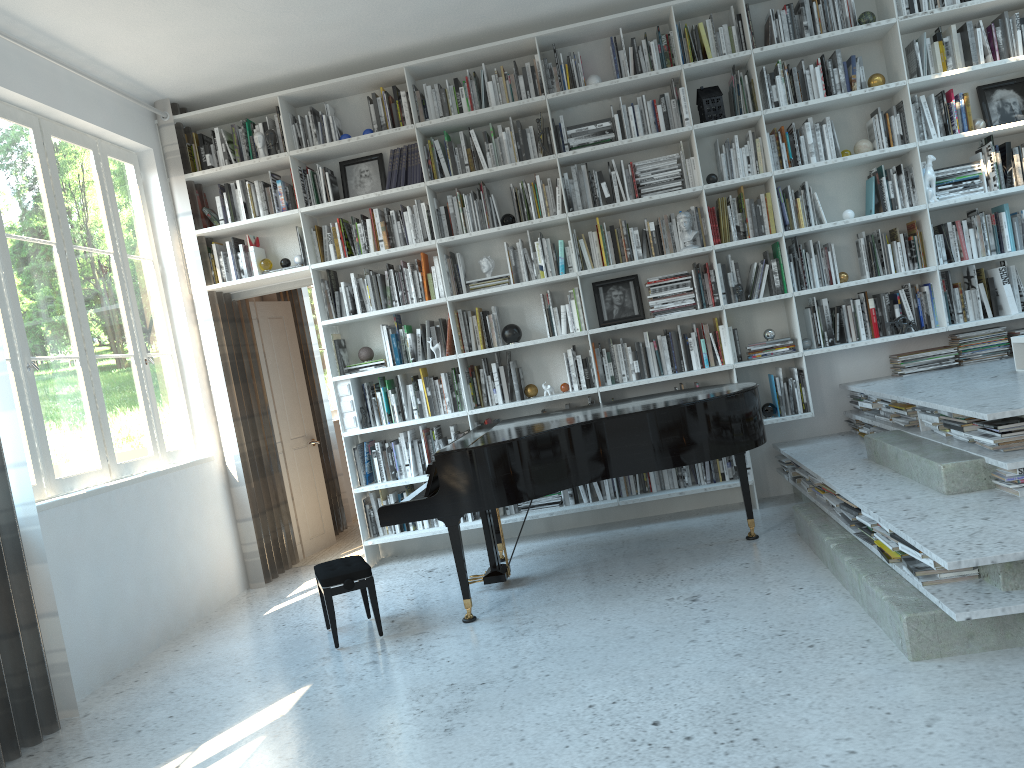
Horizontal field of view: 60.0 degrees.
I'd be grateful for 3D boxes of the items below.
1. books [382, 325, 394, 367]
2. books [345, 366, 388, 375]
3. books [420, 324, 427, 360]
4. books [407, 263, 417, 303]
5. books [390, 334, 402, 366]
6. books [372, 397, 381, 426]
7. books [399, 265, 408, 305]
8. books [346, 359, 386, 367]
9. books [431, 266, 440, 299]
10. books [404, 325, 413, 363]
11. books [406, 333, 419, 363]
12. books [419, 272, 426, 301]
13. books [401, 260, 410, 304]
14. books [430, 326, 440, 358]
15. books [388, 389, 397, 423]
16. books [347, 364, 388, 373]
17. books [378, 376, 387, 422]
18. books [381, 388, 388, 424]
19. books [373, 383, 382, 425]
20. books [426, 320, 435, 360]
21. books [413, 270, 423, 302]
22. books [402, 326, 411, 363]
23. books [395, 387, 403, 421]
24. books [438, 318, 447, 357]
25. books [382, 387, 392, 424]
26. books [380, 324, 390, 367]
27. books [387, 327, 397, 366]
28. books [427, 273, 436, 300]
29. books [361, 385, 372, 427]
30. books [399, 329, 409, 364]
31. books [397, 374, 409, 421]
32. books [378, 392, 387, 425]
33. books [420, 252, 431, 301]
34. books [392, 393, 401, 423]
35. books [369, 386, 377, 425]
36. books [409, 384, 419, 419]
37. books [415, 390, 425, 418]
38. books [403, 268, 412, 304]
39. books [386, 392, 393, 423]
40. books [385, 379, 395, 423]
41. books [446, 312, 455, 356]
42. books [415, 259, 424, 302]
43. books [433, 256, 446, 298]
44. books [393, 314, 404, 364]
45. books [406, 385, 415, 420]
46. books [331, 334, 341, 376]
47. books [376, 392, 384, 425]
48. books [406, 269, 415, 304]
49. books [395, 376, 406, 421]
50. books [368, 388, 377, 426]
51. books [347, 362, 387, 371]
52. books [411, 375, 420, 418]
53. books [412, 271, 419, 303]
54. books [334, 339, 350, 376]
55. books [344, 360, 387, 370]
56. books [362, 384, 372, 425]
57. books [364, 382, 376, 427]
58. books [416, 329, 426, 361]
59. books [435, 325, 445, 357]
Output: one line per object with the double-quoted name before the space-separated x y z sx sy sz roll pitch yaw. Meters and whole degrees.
"books" -0.806 -0.250 5.884 0.024 0.273 0.150 -10 2 7
"books" -0.951 -0.092 5.917 0.285 0.012 0.159 -10 2 10
"books" -0.568 -0.278 5.867 0.013 0.242 0.141 -10 2 7
"books" -0.639 -0.654 5.833 0.015 0.275 0.157 -10 2 7
"books" -0.746 -0.228 5.856 0.029 0.208 0.189 -10 2 7
"books" -0.881 0.178 5.896 0.019 0.189 0.193 -10 2 7
"books" -0.699 -0.642 5.850 0.012 0.272 0.145 -10 2 7
"books" -0.960 -0.140 5.919 0.254 0.012 0.160 -10 2 8
"books" -0.488 -0.656 5.827 0.031 0.223 0.144 -10 2 7
"books" -0.666 -0.264 5.859 0.011 0.250 0.172 -10 2 7
"books" -0.643 -0.237 5.845 0.029 0.190 0.188 -10 2 7
"books" -0.572 -0.630 5.835 0.013 0.203 0.161 -10 2 7
"books" -0.689 -0.661 5.863 0.011 0.304 0.129 -10 2 7
"books" -0.488 -0.274 5.836 0.030 0.208 0.172 -10 2 7
"books" -0.770 0.143 5.894 0.015 0.219 0.190 -10 2 7
"books" -0.953 -0.104 5.921 0.254 0.012 0.160 -10 2 8
"books" -0.841 0.106 5.911 0.006 0.315 0.145 -10 2 7
"books" -0.825 0.140 5.909 0.014 0.243 0.171 -10 2 7
"books" -0.874 0.130 5.913 0.008 0.280 0.164 -10 2 7
"books" -0.535 -0.290 5.848 0.060 0.255 0.158 -10 2 7
"books" -0.603 -0.634 5.848 0.021 0.221 0.148 -10 2 7
"books" -0.680 -0.261 5.879 0.022 0.249 0.129 -10 2 7
"books" -0.736 0.130 5.919 0.016 0.231 0.136 -10 2 7
"books" -0.438 -0.305 5.841 0.021 0.251 0.154 -10 2 7
"books" -0.816 0.138 5.893 0.009 0.244 0.184 -10 2 7
"books" -0.824 -0.253 5.887 0.012 0.285 0.159 -10 2 7
"books" -0.776 -0.247 5.888 0.031 0.255 0.143 -10 2 7
"books" -0.514 -0.631 5.832 0.030 0.183 0.151 -10 2 7
"books" -0.957 0.142 5.939 0.008 0.285 0.159 -10 2 7
"books" -0.704 -0.248 5.890 0.030 0.231 0.147 -10 2 7
"books" -0.705 0.086 5.890 0.012 0.306 0.189 -10 2 7
"books" -0.844 0.157 5.905 0.015 0.217 0.180 -10 2 7
"books" -0.559 -0.695 5.830 0.035 0.326 0.170 -10 2 7
"books" -0.752 0.155 5.888 0.016 0.189 0.183 -10 2 7
"books" -0.899 0.143 5.912 0.007 0.264 0.176 -10 2 7
"books" -0.635 0.113 5.885 0.027 0.230 0.158 -10 2 7
"books" -0.591 0.130 5.870 0.029 0.181 0.190 -10 2 7
"books" -0.675 -0.637 5.858 0.011 0.252 0.139 -10 2 7
"books" -0.797 0.151 5.924 0.016 0.211 0.145 -10 2 7
"books" -0.788 0.112 5.888 0.007 0.286 0.182 -10 2 7
"books" -0.395 -0.325 5.795 0.082 0.276 0.228 -10 2 7
"books" -0.592 -0.673 5.849 0.015 0.293 0.143 -10 2 7
"books" -0.465 -0.692 5.827 0.027 0.286 0.148 -10 2 7
"books" -0.734 -0.296 5.884 0.011 0.336 0.153 -10 2 7
"books" -0.668 0.118 5.906 0.045 0.230 0.138 -10 2 7
"books" -1.155 -0.195 5.942 0.012 0.285 0.159 -10 2 7
"books" -0.857 0.158 5.919 0.015 0.218 0.176 -10 2 7
"books" -0.654 -0.636 5.865 0.028 0.242 0.131 -10 2 7
"books" -0.721 0.093 5.881 0.019 0.300 0.180 -10 2 7
"books" -0.910 0.148 5.934 0.022 0.257 0.141 -10 2 7
"books" -0.956 -0.116 5.916 0.254 0.012 0.160 -10 2 4
"books" -0.620 0.083 5.880 0.014 0.282 0.150 -10 2 7
"books" -0.620 -0.629 5.846 0.012 0.217 0.160 -10 2 7
"books" -1.133 -0.177 5.930 0.028 0.243 0.156 -10 2 7
"books" -0.958 -0.128 5.913 0.285 0.012 0.159 -10 2 11
"books" -0.946 0.138 5.936 0.016 0.290 0.152 -10 2 7
"books" -0.932 0.133 5.927 0.014 0.294 0.171 -10 2 7
"books" -0.599 -0.258 5.872 0.056 0.214 0.142 -10 2 7
"books" -0.459 -0.281 5.842 0.027 0.210 0.143 -10 2 7
